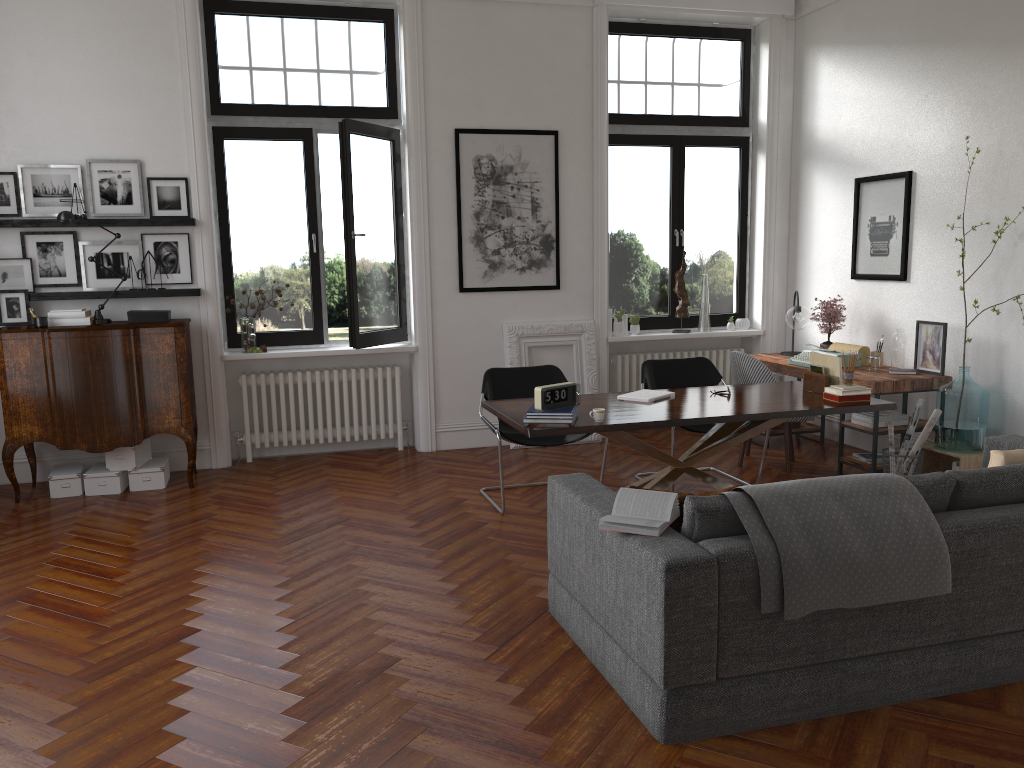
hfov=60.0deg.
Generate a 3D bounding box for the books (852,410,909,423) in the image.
[{"bbox_3d":[2.610,0.226,6.285,0.308,0.038,0.225,-3,9,-15],"label":"books"}]

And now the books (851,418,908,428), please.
[{"bbox_3d":[2.604,0.263,6.280,0.308,0.038,0.225,-4,9,-16],"label":"books"}]

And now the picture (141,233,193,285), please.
[{"bbox_3d":[-2.624,-0.951,6.745,0.343,0.386,0.020,-4,10,-15],"label":"picture"}]

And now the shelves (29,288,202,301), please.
[{"bbox_3d":[-3.108,-0.660,6.579,1.514,0.055,0.155,-3,9,-15],"label":"shelves"}]

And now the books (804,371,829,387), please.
[{"bbox_3d":[1.904,-0.009,5.556,0.028,0.125,0.220,-4,9,-16],"label":"books"}]

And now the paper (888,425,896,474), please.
[{"bbox_3d":[2.555,0.510,5.954,0.073,0.480,0.033,3,10,21],"label":"paper"}]

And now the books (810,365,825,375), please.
[{"bbox_3d":[1.936,-0.039,5.605,0.041,0.158,0.128,-4,9,-16],"label":"books"}]

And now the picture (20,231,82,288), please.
[{"bbox_3d":[-3.392,-0.917,6.527,0.373,0.408,0.020,-4,10,-15],"label":"picture"}]

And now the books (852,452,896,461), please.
[{"bbox_3d":[2.617,0.521,6.365,0.268,0.014,0.195,-2,8,-4],"label":"books"}]

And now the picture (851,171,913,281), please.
[{"bbox_3d":[2.899,-1.228,6.970,0.050,0.819,0.632,-4,9,-16],"label":"picture"}]

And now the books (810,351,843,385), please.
[{"bbox_3d":[1.982,-0.073,5.592,0.043,0.240,0.309,-4,9,-16],"label":"books"}]

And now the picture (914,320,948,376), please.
[{"bbox_3d":[2.970,-0.258,6.298,0.023,0.370,0.281,-4,9,-16],"label":"picture"}]

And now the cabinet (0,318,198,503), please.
[{"bbox_3d":[-2.966,0.175,6.445,1.265,1.222,0.638,-4,10,-15],"label":"cabinet"}]

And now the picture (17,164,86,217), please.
[{"bbox_3d":[-3.352,-1.407,6.460,0.415,0.369,0.020,-4,10,-15],"label":"picture"}]

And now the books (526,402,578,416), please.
[{"bbox_3d":[0.226,0.135,4.861,0.250,0.017,0.343,0,8,9],"label":"books"}]

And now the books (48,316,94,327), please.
[{"bbox_3d":[-3.157,-0.448,6.340,0.294,0.057,0.229,-3,9,-16],"label":"books"}]

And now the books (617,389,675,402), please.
[{"bbox_3d":[0.835,0.074,5.497,0.230,0.026,0.325,6,11,39],"label":"books"}]

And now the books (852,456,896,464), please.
[{"bbox_3d":[2.617,0.536,6.368,0.268,0.014,0.195,-4,9,-17],"label":"books"}]

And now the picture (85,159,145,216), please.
[{"bbox_3d":[-2.939,-1.452,6.571,0.369,0.410,0.020,-4,10,-15],"label":"picture"}]

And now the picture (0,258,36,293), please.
[{"bbox_3d":[-3.647,-0.786,6.449,0.299,0.254,0.020,-4,10,-15],"label":"picture"}]

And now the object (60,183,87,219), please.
[{"bbox_3d":[-3.197,-1.330,6.456,0.174,0.261,0.040,-4,10,-15],"label":"object"}]

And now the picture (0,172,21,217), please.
[{"bbox_3d":[-3.692,-1.361,6.370,0.266,0.316,0.020,-4,10,-15],"label":"picture"}]

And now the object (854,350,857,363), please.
[{"bbox_3d":[2.040,-0.107,5.299,0.038,0.195,0.008,1,10,10],"label":"object"}]

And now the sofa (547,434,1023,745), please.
[{"bbox_3d":[1.595,0.693,3.863,2.644,0.832,1.258,-3,9,-16],"label":"sofa"}]

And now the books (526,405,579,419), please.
[{"bbox_3d":[0.226,0.151,4.863,0.250,0.017,0.343,0,8,9],"label":"books"}]

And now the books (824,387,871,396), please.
[{"bbox_3d":[1.995,0.038,5.267,0.207,0.029,0.163,-4,9,-18],"label":"books"}]

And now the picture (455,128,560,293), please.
[{"bbox_3d":[-0.027,-1.444,7.422,0.882,1.328,0.035,-4,10,-15],"label":"picture"}]

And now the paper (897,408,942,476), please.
[{"bbox_3d":[2.662,0.446,5.859,0.047,0.612,0.329,-8,11,-35],"label":"paper"}]

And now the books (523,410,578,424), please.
[{"bbox_3d":[0.216,0.172,4.877,0.264,0.027,0.346,0,8,9],"label":"books"}]

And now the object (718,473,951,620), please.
[{"bbox_3d":[1.146,0.556,3.202,0.752,0.389,0.399,-3,9,-16],"label":"object"}]

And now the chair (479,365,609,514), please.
[{"bbox_3d":[0.171,0.353,5.932,0.752,0.875,0.743,-4,9,-16],"label":"chair"}]

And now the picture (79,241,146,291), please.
[{"bbox_3d":[-2.993,-0.885,6.647,0.433,0.366,0.020,-4,10,-15],"label":"picture"}]

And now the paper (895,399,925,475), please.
[{"bbox_3d":[2.690,0.417,6.057,0.293,0.628,0.047,-5,10,-23],"label":"paper"}]

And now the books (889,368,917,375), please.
[{"bbox_3d":[2.790,-0.093,6.370,0.213,0.031,0.128,2,9,21],"label":"books"}]

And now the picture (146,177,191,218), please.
[{"bbox_3d":[-2.586,-1.401,6.681,0.289,0.304,0.020,-4,10,-15],"label":"picture"}]

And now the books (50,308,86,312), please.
[{"bbox_3d":[-3.156,-0.525,6.311,0.200,0.014,0.178,-3,9,-16],"label":"books"}]

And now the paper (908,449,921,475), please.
[{"bbox_3d":[2.728,0.540,6.017,0.126,0.389,0.026,0,10,7],"label":"paper"}]

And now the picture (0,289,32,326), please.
[{"bbox_3d":[-3.581,-0.548,6.368,0.213,0.258,0.020,-4,10,-15],"label":"picture"}]

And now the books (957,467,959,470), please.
[{"bbox_3d":[2.977,0.648,5.792,0.170,0.233,0.012,-4,10,-15],"label":"books"}]

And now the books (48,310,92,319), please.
[{"bbox_3d":[-3.158,-0.499,6.338,0.239,0.044,0.254,-3,9,-16],"label":"books"}]

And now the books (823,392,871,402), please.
[{"bbox_3d":[1.989,0.072,5.266,0.215,0.040,0.159,-3,9,-14],"label":"books"}]

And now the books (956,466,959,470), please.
[{"bbox_3d":[2.973,0.646,5.805,0.170,0.233,0.012,-4,10,-15],"label":"books"}]

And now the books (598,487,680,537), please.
[{"bbox_3d":[0.473,0.464,3.273,0.224,0.096,0.278,3,9,26],"label":"books"}]

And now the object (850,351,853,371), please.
[{"bbox_3d":[2.014,-0.100,5.264,0.008,0.194,0.049,0,9,8],"label":"object"}]

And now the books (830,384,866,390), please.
[{"bbox_3d":[2.003,0.016,5.278,0.159,0.008,0.128,-3,9,-14],"label":"books"}]

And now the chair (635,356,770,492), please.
[{"bbox_3d":[1.302,0.286,6.246,0.752,0.875,0.743,-4,9,-16],"label":"chair"}]

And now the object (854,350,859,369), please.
[{"bbox_3d":[2.042,-0.104,5.288,0.044,0.194,0.008,1,10,14],"label":"object"}]

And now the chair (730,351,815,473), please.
[{"bbox_3d":[1.947,0.186,6.801,0.547,0.903,0.714,-5,10,-23],"label":"chair"}]

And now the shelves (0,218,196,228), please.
[{"bbox_3d":[-3.117,-1.178,6.492,1.514,0.055,0.157,-3,9,-15],"label":"shelves"}]

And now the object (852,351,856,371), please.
[{"bbox_3d":[2.027,-0.102,5.268,0.008,0.196,0.036,-2,9,-3],"label":"object"}]

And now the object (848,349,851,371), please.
[{"bbox_3d":[2.021,-0.110,5.317,0.008,0.196,0.032,4,11,28],"label":"object"}]

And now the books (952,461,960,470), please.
[{"bbox_3d":[2.972,0.629,5.834,0.187,0.258,0.054,-4,10,-15],"label":"books"}]
